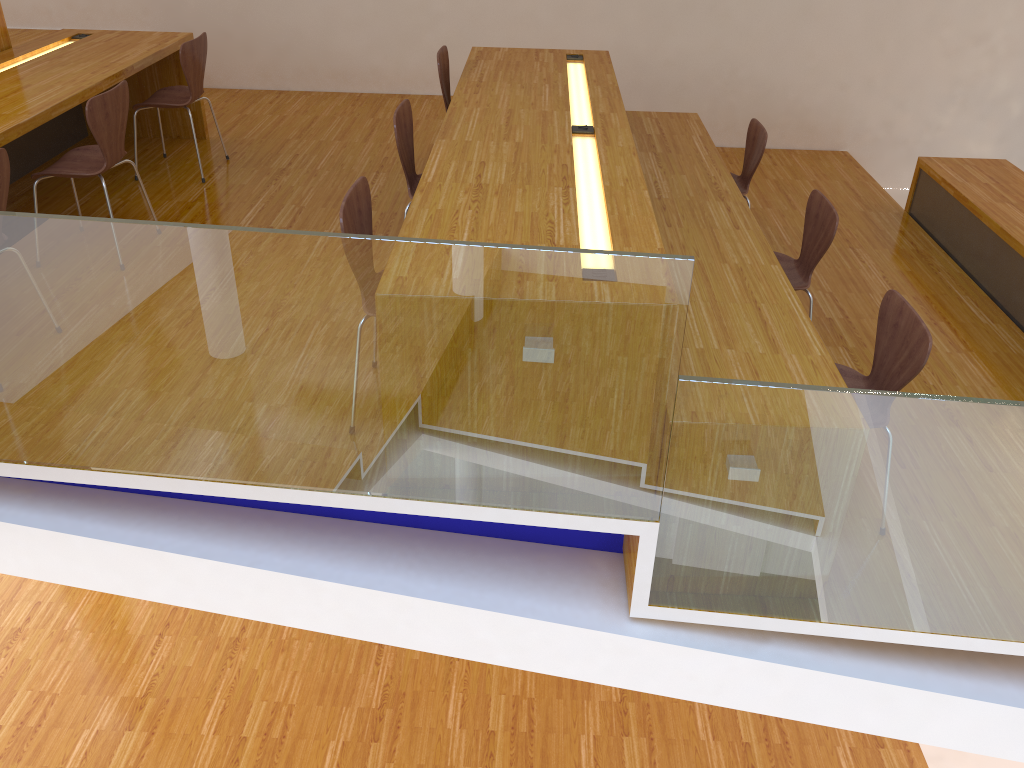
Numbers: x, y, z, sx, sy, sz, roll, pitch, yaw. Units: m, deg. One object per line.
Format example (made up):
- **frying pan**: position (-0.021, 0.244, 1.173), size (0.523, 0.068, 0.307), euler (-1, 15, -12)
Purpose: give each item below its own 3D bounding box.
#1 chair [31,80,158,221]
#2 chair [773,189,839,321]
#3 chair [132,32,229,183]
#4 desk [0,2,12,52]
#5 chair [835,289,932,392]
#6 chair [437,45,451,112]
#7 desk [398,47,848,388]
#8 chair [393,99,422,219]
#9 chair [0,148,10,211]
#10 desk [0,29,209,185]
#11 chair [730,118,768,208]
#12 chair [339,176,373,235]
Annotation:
- **chair**: position (-1.804, -0.898, 3.749), size (0.381, 0.693, 0.428), euler (2, 31, 1)
- **chair**: position (1.073, -0.434, 3.711), size (0.381, 0.693, 0.428), euler (2, 31, 1)
- **chair**: position (-1.800, -1.479, 4.706), size (0.381, 0.693, 0.428), euler (2, 31, 1)
- **desk**: position (-4.243, -1.713, 4.352), size (3.185, 0.606, 0.760), euler (2, 31, 1)
- **chair**: position (1.036, 0.070, 2.881), size (0.381, 0.693, 0.428), euler (2, 31, 1)
- **chair**: position (-0.182, -1.332, 4.531), size (0.381, 0.693, 0.428), euler (2, 31, 1)
- **desk**: position (0.349, -0.626, 3.784), size (1.285, 0.918, 3.236), euler (2, 31, 1)
- **chair**: position (-0.262, -0.754, 3.576), size (0.381, 0.693, 0.428), euler (2, 31, 1)
- **chair**: position (-1.840, -0.394, 2.919), size (0.381, 0.693, 0.428), euler (2, 31, 1)
- **desk**: position (-2.286, -0.958, 3.921), size (0.760, 0.606, 3.185), euler (2, 31, 1)
- **chair**: position (1.077, -1.015, 4.668), size (0.381, 0.693, 0.428), euler (2, 31, 1)
- **chair**: position (-0.299, -0.250, 2.746), size (0.381, 0.693, 0.428), euler (2, 31, 1)
